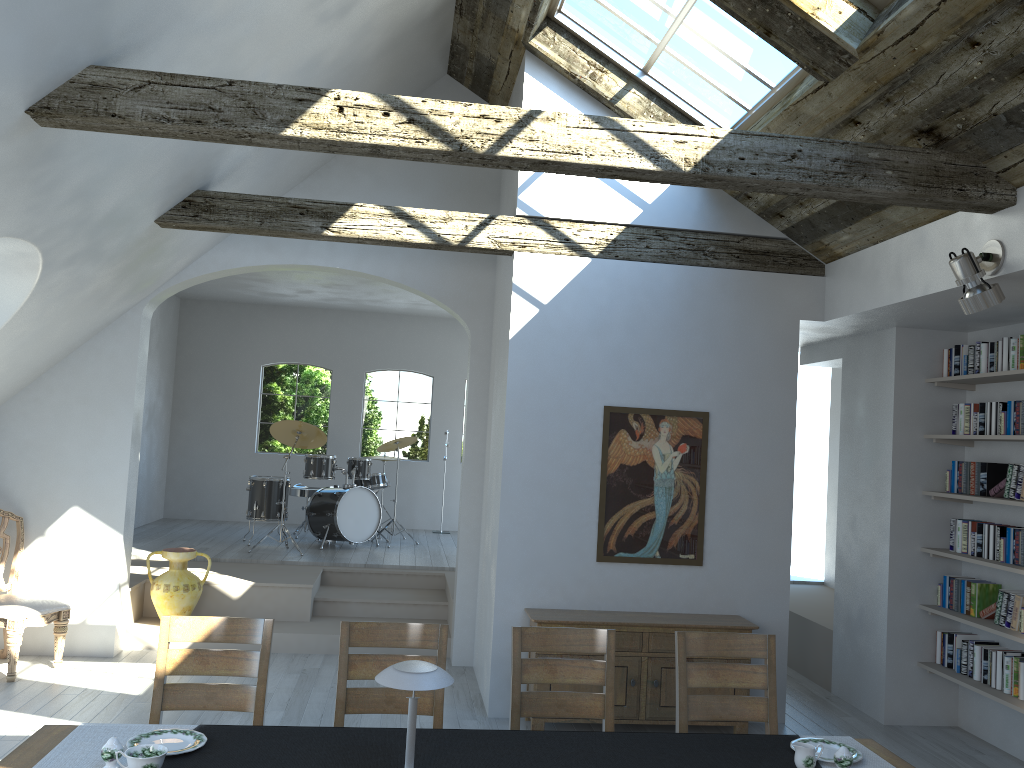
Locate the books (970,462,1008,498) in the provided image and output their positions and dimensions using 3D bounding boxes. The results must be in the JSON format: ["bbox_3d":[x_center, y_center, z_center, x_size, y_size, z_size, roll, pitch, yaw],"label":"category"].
[{"bbox_3d":[3.172,0.628,5.772,0.189,0.224,0.345,4,-3,-7],"label":"books"}]

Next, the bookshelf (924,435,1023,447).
[{"bbox_3d":[3.540,0.195,2.412,0.315,0.070,7.825,4,-3,-7],"label":"bookshelf"}]

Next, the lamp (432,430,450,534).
[{"bbox_3d":[-0.915,1.307,11.964,0.232,1.383,0.238,4,-3,-7],"label":"lamp"}]

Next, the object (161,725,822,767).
[{"bbox_3d":[-0.044,1.375,2.832,2.456,0.227,1.073,4,-3,-6],"label":"object"}]

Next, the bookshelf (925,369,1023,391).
[{"bbox_3d":[3.562,-0.200,2.436,0.315,0.070,7.825,4,-3,-7],"label":"bookshelf"}]

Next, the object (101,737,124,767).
[{"bbox_3d":[-1.240,1.143,2.750,0.064,0.092,0.064,3,-4,12],"label":"object"}]

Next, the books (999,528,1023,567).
[{"bbox_3d":[3.184,1.009,5.485,0.209,0.220,0.278,4,-4,-8],"label":"books"}]

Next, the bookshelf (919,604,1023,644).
[{"bbox_3d":[3.473,1.377,2.340,0.315,0.070,7.825,4,-3,-7],"label":"bookshelf"}]

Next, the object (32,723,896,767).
[{"bbox_3d":[-0.044,1.303,2.833,2.872,0.077,1.050,4,-3,-7],"label":"object"}]

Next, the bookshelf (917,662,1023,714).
[{"bbox_3d":[3.451,1.771,2.316,0.315,0.070,7.825,4,-3,-7],"label":"bookshelf"}]

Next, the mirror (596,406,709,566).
[{"bbox_3d":[0.959,0.692,6.013,0.736,1.047,0.009,4,-3,-7],"label":"mirror"}]

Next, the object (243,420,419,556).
[{"bbox_3d":[-2.173,1.135,10.219,1.465,1.383,2.354,1,-4,38],"label":"object"}]

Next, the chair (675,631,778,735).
[{"bbox_3d":[0.972,1.616,3.745,0.514,1.006,0.605,4,-3,-7],"label":"chair"}]

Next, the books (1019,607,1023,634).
[{"bbox_3d":[3.185,1.394,5.264,0.209,0.220,0.278,4,-4,-8],"label":"books"}]

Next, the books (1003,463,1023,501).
[{"bbox_3d":[3.206,0.610,5.492,0.189,0.228,0.249,4,-3,-7],"label":"books"}]

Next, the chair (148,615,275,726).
[{"bbox_3d":[-1.244,1.475,3.483,0.514,1.006,0.605,4,-3,-7],"label":"chair"}]

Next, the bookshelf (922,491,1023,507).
[{"bbox_3d":[3.517,0.589,2.388,0.315,0.070,7.825,4,-3,-7],"label":"bookshelf"}]

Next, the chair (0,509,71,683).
[{"bbox_3d":[-3.559,1.445,6.306,0.655,1.159,0.552,2,-4,18],"label":"chair"}]

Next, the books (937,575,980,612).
[{"bbox_3d":[3.084,1.439,6.095,0.209,0.220,0.278,4,-4,-8],"label":"books"}]

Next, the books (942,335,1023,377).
[{"bbox_3d":[3.341,-0.218,4.854,0.242,0.237,2.981,4,-3,-7],"label":"books"}]

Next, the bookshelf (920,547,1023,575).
[{"bbox_3d":[3.495,0.983,2.364,0.315,0.070,7.825,4,-3,-7],"label":"bookshelf"}]

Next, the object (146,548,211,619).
[{"bbox_3d":[-2.750,1.665,7.278,0.396,0.605,0.402,0,-5,40],"label":"object"}]

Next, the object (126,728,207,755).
[{"bbox_3d":[-1.149,1.198,2.954,0.250,0.017,0.253,4,-3,-7],"label":"object"}]

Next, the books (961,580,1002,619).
[{"bbox_3d":[3.119,1.421,5.791,0.189,0.224,0.345,4,-3,-7],"label":"books"}]

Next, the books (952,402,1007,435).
[{"bbox_3d":[3.179,0.242,5.937,0.214,0.220,0.490,4,-3,-7],"label":"books"}]

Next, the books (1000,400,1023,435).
[{"bbox_3d":[3.226,0.221,5.553,0.209,0.220,0.278,4,-4,-8],"label":"books"}]

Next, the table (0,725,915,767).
[{"bbox_3d":[-0.080,1.634,2.807,3.078,0.737,0.939,4,-3,-7],"label":"table"}]

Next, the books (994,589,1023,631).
[{"bbox_3d":[3.154,1.406,5.507,0.189,0.228,0.249,4,-3,-7],"label":"books"}]

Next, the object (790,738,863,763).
[{"bbox_3d":[1.149,1.345,3.244,0.250,0.017,0.253,4,-3,-7],"label":"object"}]

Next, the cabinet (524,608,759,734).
[{"bbox_3d":[0.815,1.875,5.758,1.481,0.714,0.383,4,-3,-7],"label":"cabinet"}]

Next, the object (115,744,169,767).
[{"bbox_3d":[-1.112,1.152,2.686,0.124,0.081,0.130,1,-4,36],"label":"object"}]

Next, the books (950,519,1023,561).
[{"bbox_3d":[3.136,1.030,5.882,0.214,0.220,0.490,4,-3,-7],"label":"books"}]

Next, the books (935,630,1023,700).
[{"bbox_3d":[3.231,1.749,4.726,0.242,0.237,2.981,4,-3,-7],"label":"books"}]

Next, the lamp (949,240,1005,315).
[{"bbox_3d":[2.328,-0.536,4.451,0.265,0.386,0.235,2,-4,15],"label":"lamp"}]

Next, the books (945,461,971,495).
[{"bbox_3d":[3.136,0.643,6.081,0.209,0.220,0.278,4,-4,-8],"label":"books"}]

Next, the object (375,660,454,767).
[{"bbox_3d":[-0.316,1.062,2.806,0.251,0.362,0.251,2,-4,16],"label":"object"}]

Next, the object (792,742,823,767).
[{"bbox_3d":[1.012,1.285,3.050,0.100,0.098,0.071,6,-4,-38],"label":"object"}]

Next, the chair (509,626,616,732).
[{"bbox_3d":[0.233,1.569,3.658,0.514,1.006,0.605,4,-3,-7],"label":"chair"}]

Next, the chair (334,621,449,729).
[{"bbox_3d":[-0.505,1.522,3.570,0.514,1.006,0.605,4,-3,-7],"label":"chair"}]

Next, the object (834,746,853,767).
[{"bbox_3d":[1.142,1.296,3.055,0.064,0.092,0.064,5,-4,-29],"label":"object"}]
